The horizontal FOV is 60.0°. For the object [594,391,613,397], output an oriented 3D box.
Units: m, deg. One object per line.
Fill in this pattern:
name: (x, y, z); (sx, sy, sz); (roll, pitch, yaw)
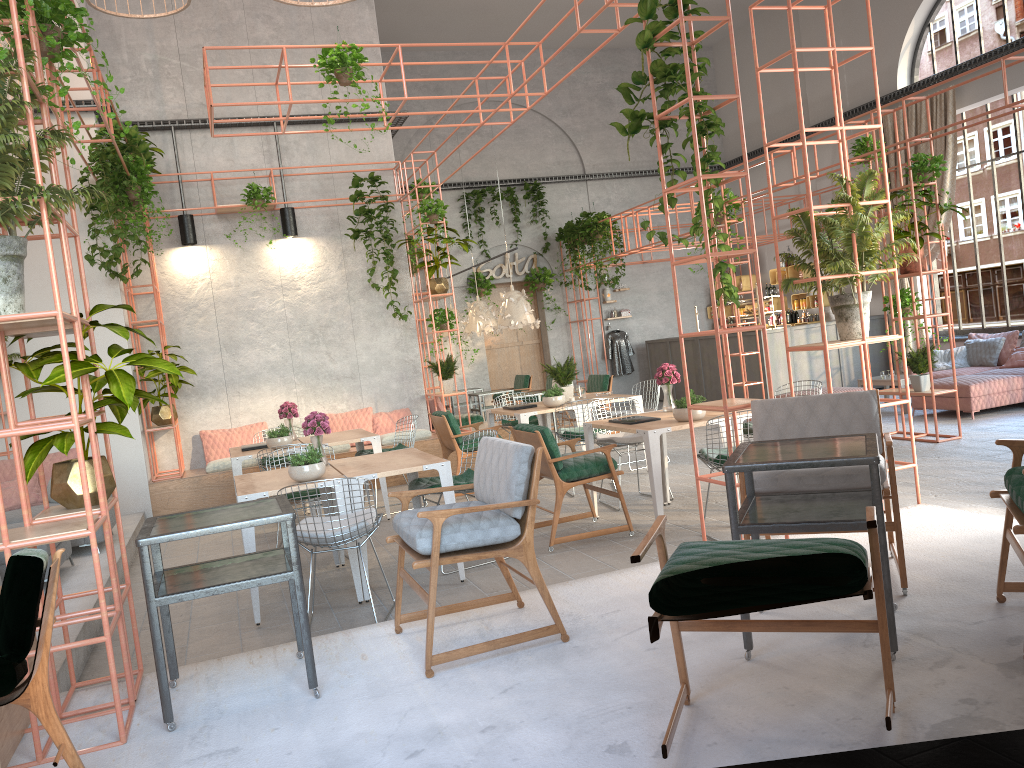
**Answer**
object: (1.030, 0.113, 9.963); (0.218, 0.041, 0.218); (-8, 3, -10)

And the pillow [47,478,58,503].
pillow: (-4.102, 0.907, 8.142); (0.495, 0.349, 0.308); (-5, 3, 32)

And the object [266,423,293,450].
object: (-2.221, 0.495, 8.450); (0.248, 0.247, 0.254); (-8, 3, -18)

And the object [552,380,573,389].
object: (0.577, 0.039, 10.073); (0.241, 0.313, 0.241); (-6, 3, 27)

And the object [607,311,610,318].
object: (1.983, -1.435, 18.233); (0.055, 0.164, 0.092); (-7, 3, 0)

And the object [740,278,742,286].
object: (4.637, -2.024, 17.813); (0.137, 0.261, 0.137); (-6, 3, 18)

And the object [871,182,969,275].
object: (4.242, -1.645, 9.281); (0.923, 0.946, 0.924); (-5, 4, 38)

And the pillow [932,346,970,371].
pillow: (6.129, -0.343, 12.402); (0.500, 0.324, 0.307); (-6, 3, 17)

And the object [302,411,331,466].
object: (-1.437, 0.406, 6.573); (0.213, 0.414, 0.225); (-8, 3, -26)

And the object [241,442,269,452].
object: (-2.572, 0.626, 8.877); (0.268, 0.031, 0.427); (-8, 3, -18)

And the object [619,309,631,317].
object: (2.332, -1.471, 18.336); (0.219, 0.149, 0.129); (-8, 3, -18)

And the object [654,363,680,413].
object: (1.322, 0.028, 7.486); (0.213, 0.414, 0.225); (-8, 3, -26)

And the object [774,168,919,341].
object: (2.210, -0.844, 5.897); (0.894, 1.100, 0.900); (-7, 3, 11)

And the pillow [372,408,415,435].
pillow: (-1.583, 0.542, 11.581); (0.666, 0.385, 0.289); (-8, 3, -23)

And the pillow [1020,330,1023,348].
pillow: (6.896, -0.471, 11.438); (0.273, 0.476, 0.836); (-8, 3, -18)

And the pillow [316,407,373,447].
pillow: (-2.188, 0.580, 11.358); (0.839, 0.474, 0.276); (-7, 3, 2)

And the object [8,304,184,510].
object: (-1.947, 0.094, 3.994); (0.934, 0.923, 0.903); (-5, 4, 38)

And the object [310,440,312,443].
object: (-1.925, 0.534, 8.713); (0.115, 0.078, 0.115); (-8, 3, -12)

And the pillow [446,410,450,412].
pillow: (-1.253, 0.506, 14.272); (0.491, 0.149, 0.637); (-8, 3, -17)

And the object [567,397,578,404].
object: (0.647, 0.170, 9.564); (0.115, 0.078, 0.115); (-8, 3, -12)

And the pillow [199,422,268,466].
pillow: (-3.407, 0.751, 11.000); (0.839, 0.474, 0.276); (-9, 3, -28)

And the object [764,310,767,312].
object: (4.173, -1.223, 14.760); (0.132, 0.051, 0.099); (-8, 3, -20)

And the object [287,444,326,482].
object: (-1.359, 0.517, 5.855); (0.247, 0.247, 0.252); (-8, 3, -18)

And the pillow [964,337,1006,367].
pillow: (6.480, -0.430, 12.269); (0.289, 0.385, 0.666); (-8, 3, -18)

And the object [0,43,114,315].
object: (-2.098, -0.806, 3.506); (0.894, 1.101, 0.900); (-5, 4, 36)

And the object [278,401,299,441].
object: (-2.301, 0.384, 9.174); (0.213, 0.414, 0.225); (-8, 3, -26)

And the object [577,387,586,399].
object: (0.789, 0.101, 10.002); (0.095, 0.119, 0.095); (-7, 3, 6)

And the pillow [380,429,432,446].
pillow: (-1.376, 0.674, 11.228); (0.637, 0.149, 0.491); (-8, 3, -17)

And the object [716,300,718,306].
object: (4.320, -1.726, 18.642); (0.115, 0.147, 0.115); (-6, 3, 27)

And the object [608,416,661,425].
object: (0.981, 0.295, 7.120); (0.268, 0.031, 0.427); (-8, 3, -18)

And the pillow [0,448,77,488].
pillow: (-4.522, 0.903, 8.342); (0.836, 0.476, 0.273); (-8, 3, -18)

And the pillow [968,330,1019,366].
pillow: (6.621, -0.482, 12.302); (0.276, 0.474, 0.839); (-8, 3, -18)

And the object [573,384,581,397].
object: (0.687, 0.091, 10.194); (0.165, 0.154, 0.210); (-9, 3, -28)

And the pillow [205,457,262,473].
pillow: (-3.320, 0.949, 10.585); (0.637, 0.149, 0.491); (-8, 3, -17)

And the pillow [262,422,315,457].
pillow: (-2.789, 0.713, 11.182); (0.666, 0.385, 0.289); (-8, 3, -23)

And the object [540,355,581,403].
object: (0.558, -0.060, 9.741); (0.438, 0.527, 0.368); (-8, 3, -18)

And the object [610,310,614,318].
object: (2.052, -1.437, 18.234); (0.063, 0.151, 0.063); (-9, 3, -32)

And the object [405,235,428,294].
object: (-1.986, -2.229, 16.637); (0.900, 1.101, 0.894); (-5, 4, 41)

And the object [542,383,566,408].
object: (0.436, 0.119, 9.328); (0.248, 0.247, 0.254); (-8, 3, -18)

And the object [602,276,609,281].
object: (1.914, -2.170, 18.179); (0.133, 0.145, 0.133); (-5, 3, 34)

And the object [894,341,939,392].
object: (4.329, -0.183, 9.417); (0.438, 0.527, 0.368); (-8, 3, -18)

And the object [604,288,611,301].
object: (1.955, -1.870, 18.204); (0.136, 0.336, 0.145); (-7, 3, -4)

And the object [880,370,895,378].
object: (5.105, -0.105, 12.099); (0.199, 0.145, 0.156); (-7, 3, -3)

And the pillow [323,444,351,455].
pillow: (-2.333, 0.809, 10.912); (0.637, 0.149, 0.491); (-8, 3, -17)

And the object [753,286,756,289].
object: (4.804, -1.795, 17.548); (0.075, 0.273, 0.075); (-5, 4, 38)

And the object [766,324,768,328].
object: (4.190, -0.981, 14.790); (0.240, 0.104, 0.073); (-9, 4, -37)

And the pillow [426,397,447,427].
pillow: (-1.095, 0.394, 12.386); (0.276, 0.474, 0.839); (-9, 3, -28)

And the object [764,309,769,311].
object: (4.195, -1.236, 14.738); (0.152, 0.058, 0.095); (-9, 3, -28)

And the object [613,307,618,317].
object: (2.126, -1.475, 18.267); (0.081, 0.204, 0.081); (-8, 3, -18)

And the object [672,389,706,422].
object: (1.332, 0.164, 6.694); (0.247, 0.247, 0.252); (-8, 3, -18)

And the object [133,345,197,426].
object: (-4.072, 0.022, 10.226); (0.934, 0.919, 0.903); (-4, 4, 43)

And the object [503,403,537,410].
object: (0.084, 0.250, 9.756); (0.268, 0.031, 0.427); (-8, 3, -18)

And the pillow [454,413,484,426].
pillow: (-0.708, 0.520, 12.629); (0.491, 0.149, 0.637); (-8, 3, -17)

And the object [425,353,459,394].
object: (-0.867, -0.138, 11.347); (0.438, 0.527, 0.368); (-8, 3, -18)

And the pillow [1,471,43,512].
pillow: (-4.541, 0.986, 8.055); (0.479, 0.317, 0.441); (-9, 4, -37)

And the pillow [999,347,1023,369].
pillow: (6.615, -0.372, 11.471); (0.441, 0.317, 0.479); (-9, 4, -37)

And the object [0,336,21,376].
object: (-5.584, -0.223, 9.154); (0.894, 1.097, 0.900); (-7, 3, 11)

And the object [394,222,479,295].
object: (-0.926, -1.606, 11.228); (0.934, 0.947, 0.903); (-5, 3, 33)
